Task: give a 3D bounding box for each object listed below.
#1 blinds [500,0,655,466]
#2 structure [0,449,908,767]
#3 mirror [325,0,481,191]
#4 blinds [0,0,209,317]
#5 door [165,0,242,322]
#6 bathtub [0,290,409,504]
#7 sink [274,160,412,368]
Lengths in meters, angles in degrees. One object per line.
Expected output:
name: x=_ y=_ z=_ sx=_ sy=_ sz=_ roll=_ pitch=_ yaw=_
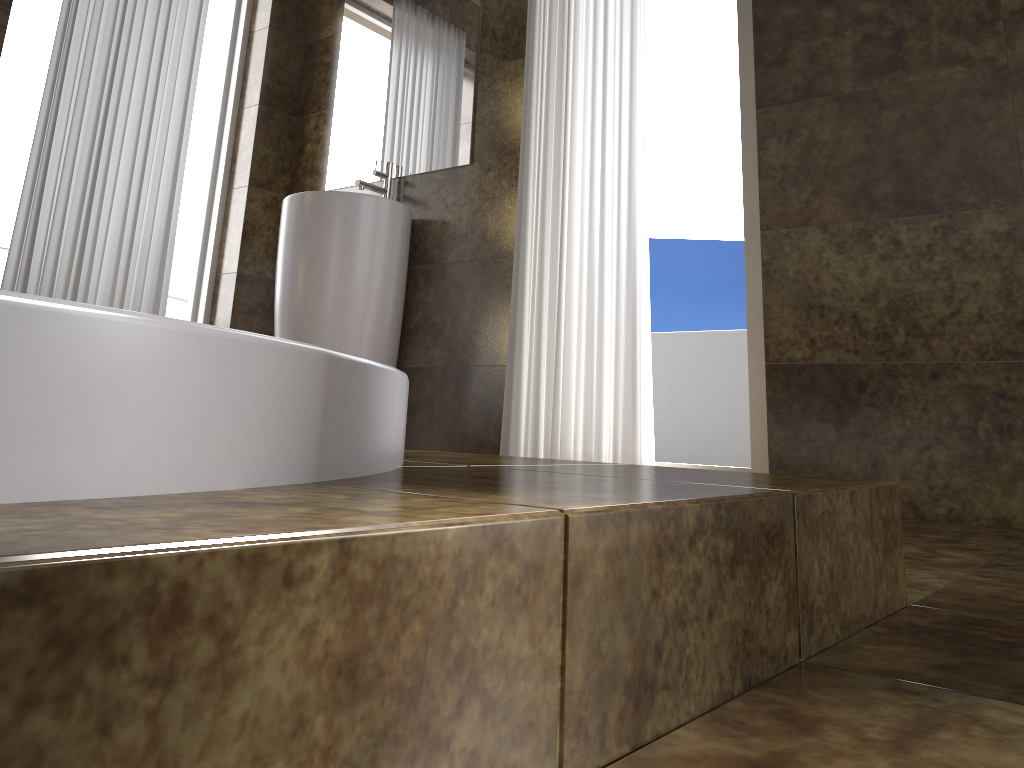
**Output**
blinds: x=0.221 y=-0.863 z=2.806 sx=0.511 sy=2.361 sz=0.065 roll=-8 pitch=-18 yaw=34
structure: x=-0.977 y=0.101 z=0.752 sx=1.987 sy=0.129 sz=1.948 roll=0 pitch=-4 yaw=37
mirror: x=-0.431 y=-1.338 z=3.458 sx=0.759 sy=1.137 sz=0.008 roll=-5 pitch=-17 yaw=35
blinds: x=-1.390 y=-0.914 z=3.075 sx=0.066 sy=2.373 sz=0.580 roll=-9 pitch=-18 yaw=37
door: x=-1.676 y=-0.835 z=3.838 sx=0.955 sy=2.322 sz=0.038 roll=-4 pitch=-16 yaw=25
bathtub: x=-0.979 y=0.092 z=0.754 sx=1.735 sy=0.546 sz=1.701 roll=4 pitch=-4 yaw=-22
sink: x=-0.609 y=-0.285 z=3.004 sx=0.451 sy=1.185 sz=0.423 roll=-8 pitch=-17 yaw=38
